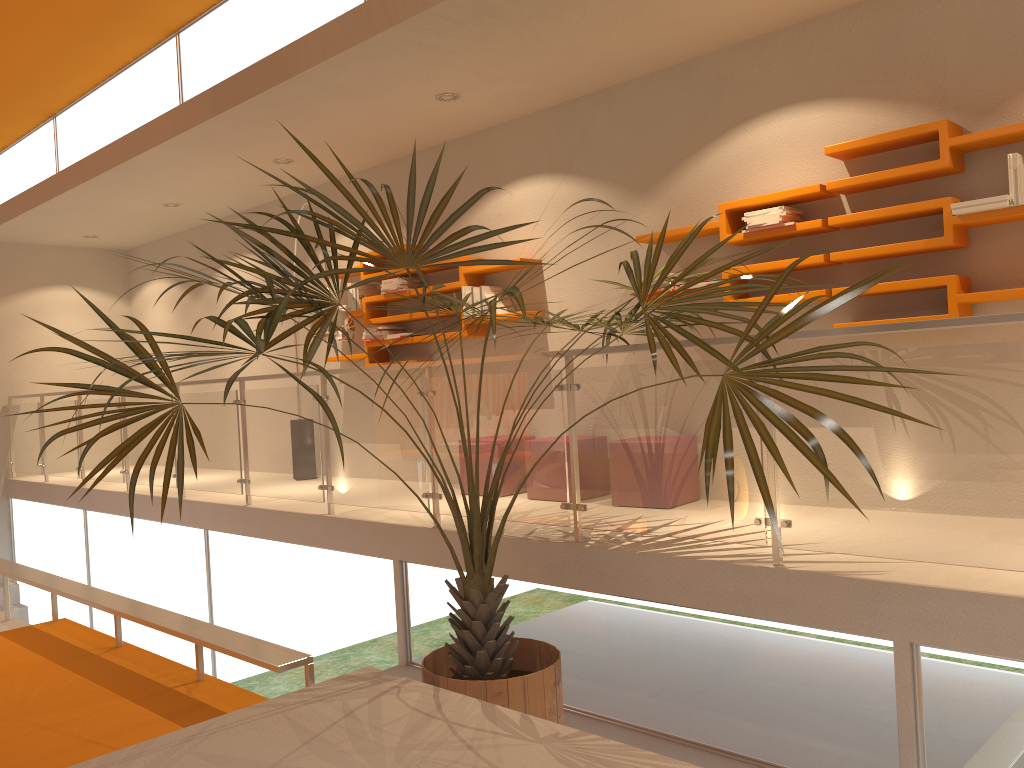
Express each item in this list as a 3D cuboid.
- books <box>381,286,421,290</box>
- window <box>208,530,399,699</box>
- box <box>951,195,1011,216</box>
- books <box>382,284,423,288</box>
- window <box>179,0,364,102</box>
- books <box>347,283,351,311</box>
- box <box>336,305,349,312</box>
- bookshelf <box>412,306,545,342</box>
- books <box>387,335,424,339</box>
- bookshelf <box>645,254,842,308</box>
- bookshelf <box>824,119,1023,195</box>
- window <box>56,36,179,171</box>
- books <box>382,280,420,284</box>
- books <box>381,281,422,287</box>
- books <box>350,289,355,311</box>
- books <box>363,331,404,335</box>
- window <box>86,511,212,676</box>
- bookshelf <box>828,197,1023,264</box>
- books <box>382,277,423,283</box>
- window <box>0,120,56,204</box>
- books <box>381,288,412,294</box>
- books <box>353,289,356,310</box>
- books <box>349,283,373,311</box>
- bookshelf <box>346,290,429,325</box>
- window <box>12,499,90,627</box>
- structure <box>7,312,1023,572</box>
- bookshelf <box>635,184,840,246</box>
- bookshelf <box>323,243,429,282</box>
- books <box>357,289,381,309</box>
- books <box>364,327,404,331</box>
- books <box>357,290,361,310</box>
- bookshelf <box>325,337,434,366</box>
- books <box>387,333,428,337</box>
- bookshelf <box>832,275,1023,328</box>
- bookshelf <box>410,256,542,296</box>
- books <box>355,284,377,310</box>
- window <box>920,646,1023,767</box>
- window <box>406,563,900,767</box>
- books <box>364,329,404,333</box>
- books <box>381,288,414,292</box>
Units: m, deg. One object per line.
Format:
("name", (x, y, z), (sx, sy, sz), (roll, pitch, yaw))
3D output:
("books", (-0.864, -0.744, 6.918), (0.190, 0.015, 0.254), (-3, 0, 40))
("window", (0.468, 2.019, 3.047), (0.481, 5.399, 8.922), (-3, 0, -34))
("box", (2.146, -0.798, 4.007), (0.232, 0.047, 0.232), (-3, 0, 44))
("books", (-0.857, -0.760, 6.922), (0.254, 0.015, 0.190), (-3, 0, -45))
("window", (-1.648, -2.315, 5.821), (2.241, 0.660, 0.006), (-3, 0, 44))
("books", (-1.254, -0.716, 7.323), (0.017, 0.227, 0.230), (-3, 0, 44))
("box", (-1.358, -0.621, 7.390), (0.232, 0.047, 0.232), (-3, 0, 44))
("bookshelf", (-0.264, -0.454, 6.416), (1.150, 0.220, 0.220), (-3, 0, 44))
("books", (-0.816, -0.364, 6.907), (0.254, 0.015, 0.190), (-3, 0, -40))
("bookshelf", (1.243, -0.530, 4.961), (1.150, 0.220, 0.220), (-3, 0, 44))
("bookshelf", (2.063, -1.108, 4.138), (1.150, 0.220, 0.220), (-3, 0, 44))
("window", (-3.379, -2.227, 7.492), (2.494, 0.660, 0.006), (-3, 0, 44))
("books", (-0.869, -0.791, 6.937), (0.190, 0.015, 0.254), (-3, 0, -40))
("books", (-0.865, -0.776, 6.933), (0.230, 0.017, 0.227), (-3, 0, 39))
("books", (-1.224, -0.688, 7.294), (0.027, 0.169, 0.230), (-3, 0, 44))
("books", (-1.031, -0.408, 7.105), (0.227, 0.017, 0.230), (-3, 0, 39))
("window", (-3.022, 3.011, 7.455), (2.311, 3.760, 0.006), (-3, 0, 44))
("bookshelf", (2.083, -0.752, 4.140), (1.150, 0.220, 0.220), (-3, 0, 44))
("books", (-0.857, -0.808, 6.943), (0.227, 0.017, 0.230), (-3, 0, 44))
("window", (-4.986, -2.146, 9.043), (1.894, 0.660, 0.006), (-3, 0, 44))
("books", (-0.848, -0.720, 6.926), (0.297, 0.013, 0.210), (-3, 0, 44))
("books", (-1.198, -0.690, 7.280), (0.027, 0.169, 0.230), (-3, 0, 44))
("books", (-1.236, -0.717, 7.315), (0.017, 0.227, 0.230), (-3, 0, 44))
("bookshelf", (-1.123, -0.590, 7.235), (1.150, 0.220, 0.220), (-3, 0, 44))
("window", (-4.628, 3.092, 9.005), (2.078, 3.760, 0.006), (-3, 0, 44))
("structure", (-1.469, 0.378, 5.926), (11.050, 0.900, 0.195), (-3, 0, 44))
("bookshelf", (1.224, -0.887, 4.959), (1.150, 0.220, 0.220), (-3, 0, 44))
("bookshelf", (-1.143, -0.945, 7.233), (1.150, 0.220, 0.220), (-3, 0, 44))
("books", (-1.158, -0.692, 7.244), (0.023, 0.169, 0.230), (-3, 0, 44))
("books", (-1.022, -0.441, 7.095), (0.230, 0.017, 0.226), (-3, 0, 44))
("books", (-1.177, -0.684, 7.245), (0.009, 0.156, 0.207), (-3, 0, 44))
("bookshelf", (-1.104, -0.233, 7.237), (1.150, 0.220, 0.220), (-3, 0, 44))
("books", (-0.811, -0.380, 6.895), (0.230, 0.017, 0.226), (-3, 0, 44))
("bookshelf", (2.103, -0.395, 4.142), (1.150, 0.220, 0.220), (-3, 0, 44))
("bookshelf", (-0.284, -0.810, 6.414), (1.150, 0.220, 0.220), (-3, 0, 44))
("books", (-1.191, -0.710, 7.254), (0.021, 0.210, 0.207), (-3, 0, 44))
("window", (2.486, 2.317, 1.143), (0.993, 4.599, 4.234), (-3, 0, -14))
("window", (1.302, 0.778, 2.195), (0.908, 1.393, 6.719), (-3, 0, -27))
("books", (-1.027, -0.425, 7.107), (0.254, 0.015, 0.190), (-3, 0, -40))
("books", (-0.857, -0.731, 6.926), (0.268, 0.011, 0.190), (-3, 0, -45))
